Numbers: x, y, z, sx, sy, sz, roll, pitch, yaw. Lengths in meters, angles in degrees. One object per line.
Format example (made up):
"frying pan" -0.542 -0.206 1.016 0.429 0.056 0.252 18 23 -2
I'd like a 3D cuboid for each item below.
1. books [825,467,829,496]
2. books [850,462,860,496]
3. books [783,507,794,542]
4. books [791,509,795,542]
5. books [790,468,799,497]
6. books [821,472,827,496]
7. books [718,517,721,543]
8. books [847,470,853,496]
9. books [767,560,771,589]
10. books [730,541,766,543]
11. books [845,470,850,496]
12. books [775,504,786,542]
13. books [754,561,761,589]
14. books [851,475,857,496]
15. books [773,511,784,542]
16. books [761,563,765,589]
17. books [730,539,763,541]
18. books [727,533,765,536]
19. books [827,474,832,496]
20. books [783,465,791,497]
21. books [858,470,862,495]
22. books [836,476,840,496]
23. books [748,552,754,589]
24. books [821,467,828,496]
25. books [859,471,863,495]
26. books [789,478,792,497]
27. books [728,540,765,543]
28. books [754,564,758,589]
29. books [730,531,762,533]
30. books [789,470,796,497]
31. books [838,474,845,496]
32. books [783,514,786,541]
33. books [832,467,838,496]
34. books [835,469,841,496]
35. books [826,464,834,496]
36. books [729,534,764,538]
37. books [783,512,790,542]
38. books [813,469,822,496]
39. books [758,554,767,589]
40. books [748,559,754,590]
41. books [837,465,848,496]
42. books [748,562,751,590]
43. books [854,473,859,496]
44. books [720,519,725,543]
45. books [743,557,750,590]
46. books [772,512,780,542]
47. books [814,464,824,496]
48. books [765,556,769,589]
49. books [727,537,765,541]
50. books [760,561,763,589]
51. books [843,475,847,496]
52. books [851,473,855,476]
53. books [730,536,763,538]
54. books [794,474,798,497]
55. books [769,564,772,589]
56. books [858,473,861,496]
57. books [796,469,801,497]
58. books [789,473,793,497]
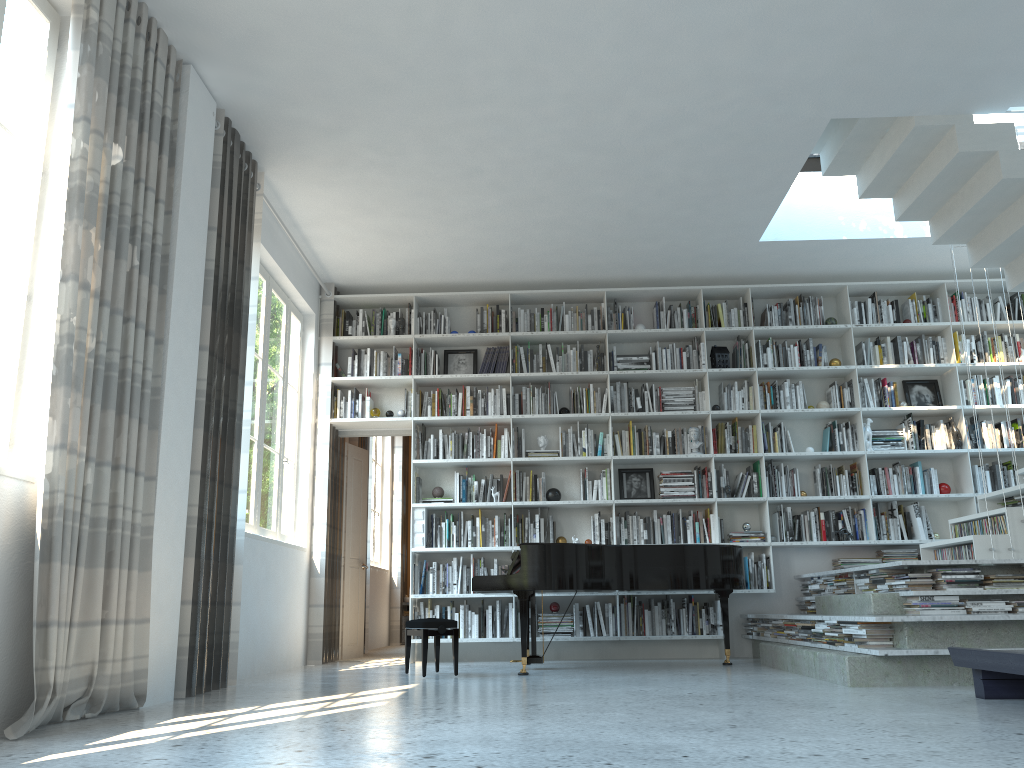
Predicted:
"books" 2.647 0.845 7.507 0.008 0.258 0.159 -1 -14 2
"books" 2.898 0.818 7.490 0.007 0.294 0.162 -1 -14 2
"books" 2.303 1.186 7.414 0.030 0.293 0.189 -1 -14 2
"books" 2.324 1.196 7.420 0.010 0.276 0.174 -1 -14 2
"books" 2.390 0.850 7.513 0.014 0.260 0.142 -1 -14 2
"books" 2.620 0.863 7.489 0.016 0.215 0.178 -1 -14 2
"books" 1.723 1.237 7.449 0.027 0.228 0.141 -1 -14 2
"books" 2.840 0.854 7.499 0.021 0.231 0.155 -1 -14 2
"books" 2.082 1.563 7.252 0.013 0.232 0.149 -1 -14 2
"books" 1.944 1.321 7.355 0.285 0.012 0.160 -2 -14 5
"books" 2.804 0.853 7.488 0.018 0.229 0.182 -1 -14 2
"books" 2.246 1.176 7.419 0.010 0.315 0.187 -1 -14 2
"books" 2.004 1.565 7.240 0.026 0.224 0.175 -1 -14 2
"books" 2.858 0.872 7.467 0.016 0.180 0.190 -1 -14 2
"books" 2.230 1.203 7.412 0.023 0.261 0.187 -1 -14 2
"books" 2.034 1.571 7.237 0.011 0.211 0.179 -1 -14 2
"books" 1.944 1.298 7.362 0.254 0.012 0.161 -3 -15 7
"books" 1.943 1.251 7.374 0.285 0.012 0.160 -2 -14 5
"books" 2.668 0.874 7.519 0.031 0.208 0.122 -1 -14 2
"books" 2.331 0.842 7.525 0.006 0.284 0.160 -1 -14 2
"books" 2.925 0.855 7.512 0.007 0.235 0.132 -1 -14 2
"books" 2.722 0.876 7.476 0.018 0.182 0.182 -1 -14 2
"books" 1.962 1.536 7.275 0.032 0.299 0.149 -1 -14 2
"books" 2.636 0.844 7.508 0.015 0.261 0.150 -1 -14 2
"books" 2.932 0.858 7.502 0.009 0.223 0.146 -1 -14 2
"books" 2.341 0.892 7.511 0.013 0.178 0.141 -1 -14 2
"books" 1.945 1.311 7.362 0.285 0.012 0.160 -3 -14 6
"books" 1.985 1.583 7.262 0.013 0.202 0.139 -1 -14 2
"books" 1.942 1.238 7.371 0.254 0.012 0.161 -4 -15 10
"books" 2.362 0.861 7.509 0.015 0.237 0.177 -1 -14 2
"books" 2.764 0.871 7.486 0.015 0.194 0.176 -1 -14 2
"books" 2.259 1.219 7.434 0.015 0.240 0.153 -1 -14 2
"books" 2.704 0.843 7.485 0.018 0.250 0.184 -1 -14 2
"books" 2.741 0.853 7.512 0.030 0.243 0.136 -1 -14 2
"books" 2.692 0.833 7.515 0.007 0.284 0.160 -1 -14 2
"books" 1.942 1.261 7.363 0.254 0.012 0.161 -1 -14 2
"books" 2.277 1.205 7.411 0.023 0.255 0.178 -1 -14 2
"books" 2.587 0.850 7.509 0.019 0.251 0.130 -1 -14 2
"books" 2.050 1.537 7.252 0.021 0.284 0.173 -1 -14 2
"books" 1.938 1.558 7.251 0.014 0.245 0.176 -1 -14 2
"books" 2.792 0.832 7.494 0.006 0.273 0.173 -1 -14 2
"books" 1.926 1.571 7.266 0.012 0.228 0.130 -1 -14 2
"books" 2.889 0.865 7.487 0.013 0.203 0.159 -1 -14 2
"books" 1.752 1.246 7.448 0.030 0.210 0.137 -1 -14 2
"books" 1.916 1.552 7.262 0.005 0.263 0.163 -1 -14 2
"books" 2.213 1.212 7.430 0.012 0.253 0.161 -1 -14 2
"books" 2.605 0.835 7.526 0.016 0.289 0.132 -1 -14 2
"books" 2.069 1.548 7.271 0.015 0.270 0.158 -1 -14 2
"books" 1.944 1.286 7.363 0.285 0.012 0.160 -2 -14 5
"books" 2.023 1.568 7.255 0.012 0.225 0.149 -1 -14 2
"books" 2.780 0.875 7.480 0.019 0.182 0.191 -1 -14 2
"books" 2.875 0.867 7.497 0.016 0.204 0.142 -1 -14 2
"books" 1.944 1.275 7.370 0.254 0.012 0.161 -3 -14 6
"books" 2.376 0.875 7.502 0.014 0.207 0.181 -1 -14 2
"books" 2.096 1.579 7.261 0.012 0.205 0.161 -1 -14 2
"books" 2.912 0.851 7.509 0.019 0.240 0.134 -1 -14 2
"books" 2.404 0.855 7.512 0.013 0.250 0.173 -1 -14 2
"books" 2.351 0.871 7.517 0.008 0.222 0.134 -1 -14 2
